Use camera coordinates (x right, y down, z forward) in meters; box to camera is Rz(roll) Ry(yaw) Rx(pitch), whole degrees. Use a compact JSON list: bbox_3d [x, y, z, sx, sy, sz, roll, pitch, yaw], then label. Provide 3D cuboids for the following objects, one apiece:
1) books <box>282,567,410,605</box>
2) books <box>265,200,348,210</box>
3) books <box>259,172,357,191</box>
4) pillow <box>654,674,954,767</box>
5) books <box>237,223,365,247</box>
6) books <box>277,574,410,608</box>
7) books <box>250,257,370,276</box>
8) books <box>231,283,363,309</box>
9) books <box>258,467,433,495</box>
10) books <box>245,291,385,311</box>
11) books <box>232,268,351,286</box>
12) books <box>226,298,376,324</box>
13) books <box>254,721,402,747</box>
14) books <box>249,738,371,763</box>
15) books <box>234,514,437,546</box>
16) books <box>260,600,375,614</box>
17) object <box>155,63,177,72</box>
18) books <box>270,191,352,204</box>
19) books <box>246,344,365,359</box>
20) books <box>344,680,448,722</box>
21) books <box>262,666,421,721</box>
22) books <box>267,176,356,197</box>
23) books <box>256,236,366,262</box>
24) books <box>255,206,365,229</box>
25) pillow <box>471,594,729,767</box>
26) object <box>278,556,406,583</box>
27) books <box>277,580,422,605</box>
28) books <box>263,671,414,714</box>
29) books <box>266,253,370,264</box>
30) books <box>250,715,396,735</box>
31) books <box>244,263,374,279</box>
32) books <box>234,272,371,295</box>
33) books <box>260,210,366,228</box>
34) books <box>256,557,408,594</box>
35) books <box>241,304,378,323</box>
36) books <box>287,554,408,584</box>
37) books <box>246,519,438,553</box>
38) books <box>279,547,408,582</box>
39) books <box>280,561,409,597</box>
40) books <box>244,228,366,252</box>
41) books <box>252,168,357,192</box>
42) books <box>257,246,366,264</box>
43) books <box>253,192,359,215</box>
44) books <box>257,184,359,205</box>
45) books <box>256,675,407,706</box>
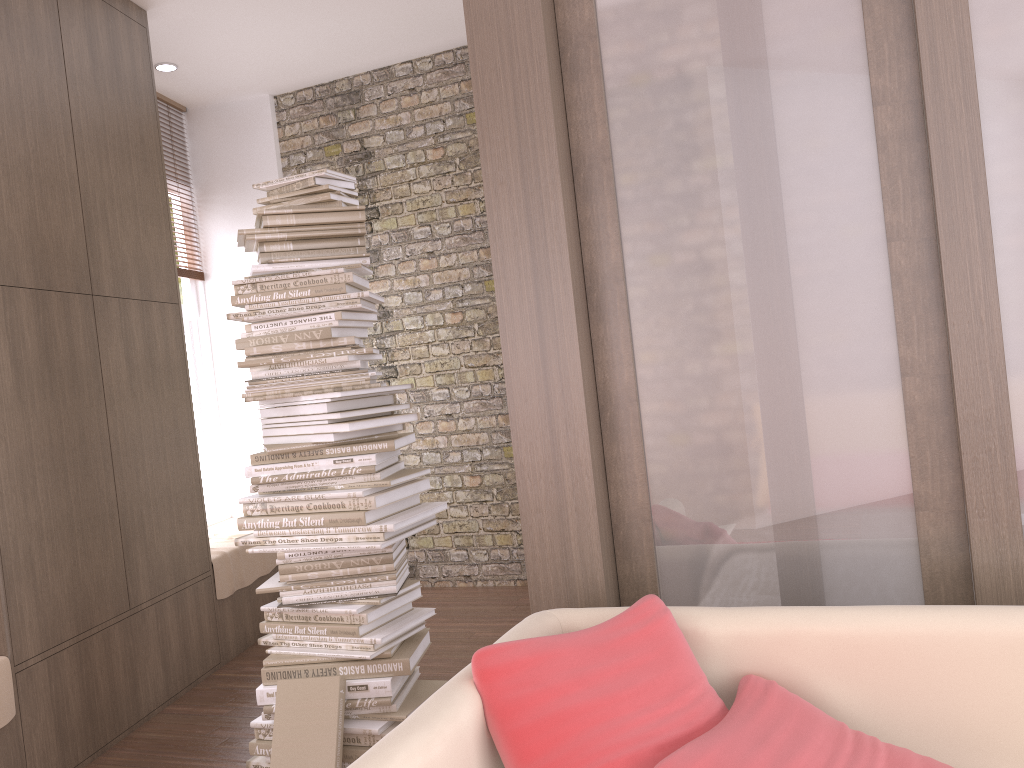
[{"bbox_3d":[-0.587,0.722,3.191,0.396,0.024,0.310,-6,1,2],"label":"books"},{"bbox_3d":[-0.729,-0.621,3.216,0.272,0.023,0.201,-6,1,2],"label":"books"},{"bbox_3d":[-0.735,-0.719,3.206,0.277,0.008,0.216,-6,1,22],"label":"books"},{"bbox_3d":[0.532,0.688,1.465,0.467,0.224,0.507,-6,1,34],"label":"pillow"},{"bbox_3d":[-0.768,-0.541,3.215,0.435,0.019,0.248,-7,1,-18],"label":"books"},{"bbox_3d":[-0.594,0.738,3.186,0.413,0.006,0.322,-6,1,2],"label":"books"},{"bbox_3d":[-0.737,-0.414,3.213,0.404,0.026,0.266,-7,1,-18],"label":"books"},{"bbox_3d":[-0.768,-0.312,3.216,0.401,0.035,0.315,-6,1,2],"label":"books"},{"bbox_3d":[-0.604,0.354,3.238,0.542,0.020,0.320,-6,1,22],"label":"books"},{"bbox_3d":[-0.704,-0.291,3.227,0.434,0.019,0.324,-6,1,2],"label":"books"},{"bbox_3d":[-0.771,-0.375,3.216,0.392,0.015,0.306,-6,1,2],"label":"books"},{"bbox_3d":[-0.753,-0.263,3.223,0.470,0.022,0.306,-6,1,2],"label":"books"},{"bbox_3d":[-0.565,1.174,3.170,0.542,0.046,0.421,-6,1,22],"label":"books"},{"bbox_3d":[-0.591,1.225,3.155,0.522,0.046,0.410,-6,1,22],"label":"books"},{"bbox_3d":[-0.636,0.526,3.241,0.612,0.028,0.399,-6,1,22],"label":"books"},{"bbox_3d":[-0.633,0.771,3.205,0.422,0.016,0.330,-6,1,27],"label":"books"},{"bbox_3d":[-1.977,-1.811,5.072,0.119,0.010,0.119,-7,1,-43],"label":"object"},{"bbox_3d":[-0.721,-0.664,3.221,0.258,0.010,0.183,-6,1,7],"label":"books"},{"bbox_3d":[-0.741,-0.116,3.223,0.395,0.009,0.233,-6,1,-3],"label":"books"},{"bbox_3d":[-0.539,1.117,3.156,0.542,0.020,0.320,-6,1,22],"label":"books"},{"bbox_3d":[-0.596,1.100,3.163,0.469,0.028,0.368,-6,1,7],"label":"books"},{"bbox_3d":[-0.728,-0.700,3.216,0.260,0.029,0.193,-6,1,37],"label":"books"},{"bbox_3d":[-0.738,-0.494,3.243,0.371,0.036,0.211,-7,1,-18],"label":"books"},{"bbox_3d":[-0.736,-0.601,3.206,0.366,0.012,0.287,-7,1,-18],"label":"books"},{"bbox_3d":[0.212,0.638,1.591,0.498,0.377,0.379,-7,1,-33],"label":"pillow"},{"bbox_3d":[-0.602,0.662,3.193,0.413,0.008,0.243,-6,1,2],"label":"object"},{"bbox_3d":[-0.586,0.749,3.203,0.448,0.016,0.264,-6,1,27],"label":"books"},{"bbox_3d":[-0.598,1.071,3.127,0.442,0.025,0.346,-6,1,7],"label":"books"},{"bbox_3d":[-0.711,-0.436,3.212,0.351,0.010,0.284,-7,1,-18],"label":"books"},{"bbox_3d":[-0.595,1.143,3.153,0.510,0.020,0.399,-6,1,22],"label":"books"},{"bbox_3d":[-0.731,-0.395,3.234,0.416,0.015,0.245,-6,1,2],"label":"books"},{"bbox_3d":[-0.753,-0.351,3.235,0.416,0.035,0.323,-6,1,2],"label":"books"},{"bbox_3d":[-0.727,-0.575,3.214,0.351,0.036,0.275,-7,1,-18],"label":"books"},{"bbox_3d":[-0.637,0.688,3.200,0.488,0.018,0.296,-6,1,2],"label":"books"},{"bbox_3d":[-0.716,-0.248,3.197,0.416,0.012,0.324,-6,1,2],"label":"books"},{"bbox_3d":[-0.587,0.668,3.209,0.385,0.008,0.274,-6,1,2],"label":"books"},{"bbox_3d":[-0.602,0.547,3.193,0.542,0.016,0.423,-6,1,22],"label":"books"},{"bbox_3d":[-0.596,0.644,3.190,0.396,0.024,0.310,-6,1,2],"label":"books"},{"bbox_3d":[-0.594,0.701,3.197,0.405,0.018,0.300,-6,1,2],"label":"books"},{"bbox_3d":[-0.753,-0.521,3.213,0.412,0.019,0.259,-7,1,-18],"label":"books"},{"bbox_3d":[-0.750,-0.730,3.218,0.313,0.014,0.204,-6,1,22],"label":"books"},{"bbox_3d":[-0.734,-0.457,3.244,0.371,0.036,0.211,-7,1,-18],"label":"books"},{"bbox_3d":[-0.746,-0.643,3.225,0.327,0.023,0.198,-6,1,22],"label":"books"},{"bbox_3d":[-0.739,-0.676,3.218,0.303,0.015,0.202,-6,1,22],"label":"books"},{"bbox_3d":[-0.610,1.030,3.149,0.469,0.057,0.364,-6,1,7],"label":"books"}]
